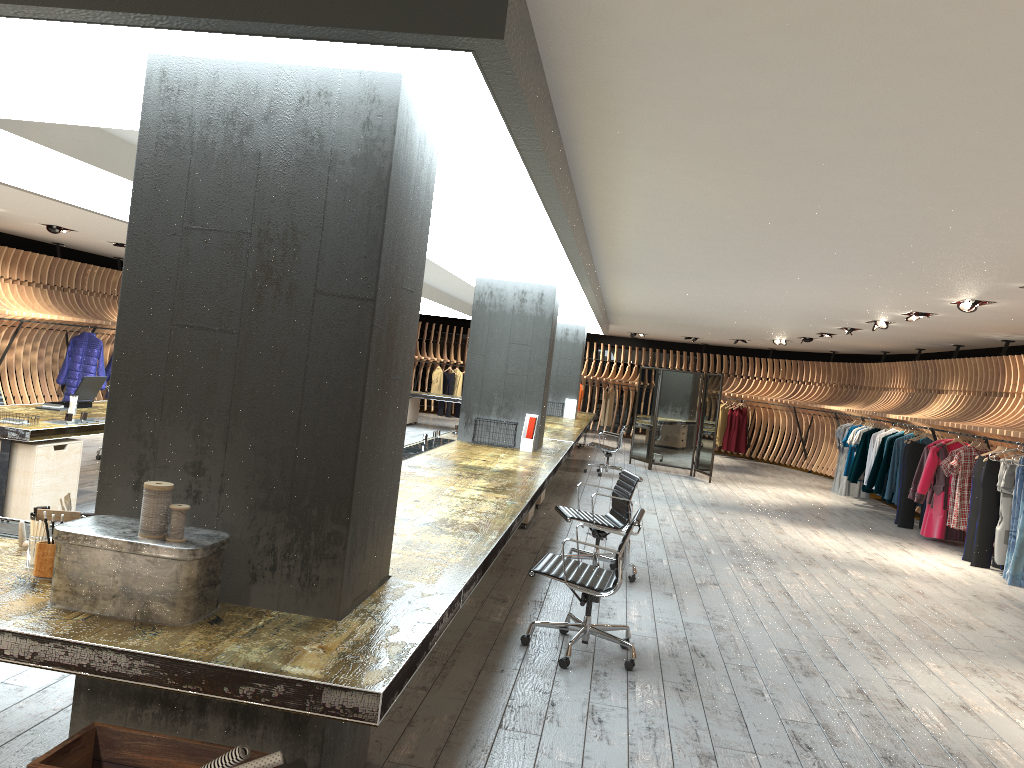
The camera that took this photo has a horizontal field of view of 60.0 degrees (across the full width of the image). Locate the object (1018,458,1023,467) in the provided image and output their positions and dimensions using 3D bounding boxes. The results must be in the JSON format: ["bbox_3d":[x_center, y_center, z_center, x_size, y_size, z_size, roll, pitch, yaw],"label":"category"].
[{"bbox_3d":[5.440,0.754,9.183,0.549,0.243,0.023,6,0,-21],"label":"object"}]

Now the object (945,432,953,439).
[{"bbox_3d":[5.752,0.747,11.673,0.525,0.270,0.012,7,0,7],"label":"object"}]

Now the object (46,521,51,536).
[{"bbox_3d":[-1.628,0.537,3.094,0.007,0.170,0.030,7,0,37],"label":"object"}]

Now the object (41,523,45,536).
[{"bbox_3d":[-1.631,0.537,3.075,0.030,0.170,0.007,7,0,1],"label":"object"}]

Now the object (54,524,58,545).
[{"bbox_3d":[-1.560,0.556,3.030,0.018,0.158,0.011,7,0,25],"label":"object"}]

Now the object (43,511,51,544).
[{"bbox_3d":[-1.560,0.534,2.985,0.054,0.207,0.008,7,0,-10],"label":"object"}]

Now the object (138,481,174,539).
[{"bbox_3d":[-1.095,0.409,2.833,0.088,0.204,0.262,7,1,6],"label":"object"}]

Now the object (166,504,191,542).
[{"bbox_3d":[-1.024,0.426,2.719,0.062,0.109,0.062,7,1,-22],"label":"object"}]

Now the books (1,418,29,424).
[{"bbox_3d":[-3.772,0.278,6.729,0.155,0.025,0.110,7,1,2],"label":"books"}]

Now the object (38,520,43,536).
[{"bbox_3d":[-1.639,0.536,3.069,0.030,0.170,0.007,7,0,27],"label":"object"}]

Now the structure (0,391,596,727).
[{"bbox_3d":[-1.669,0.775,11.246,4.837,0.844,18.474,7,1,7],"label":"structure"}]

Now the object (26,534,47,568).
[{"bbox_3d":[-1.652,0.579,3.089,0.061,0.111,0.061,7,1,-4],"label":"object"}]

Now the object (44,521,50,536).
[{"bbox_3d":[-1.627,0.537,3.084,0.030,0.170,0.007,7,0,-26],"label":"object"}]

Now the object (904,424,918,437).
[{"bbox_3d":[5.971,0.739,13.248,0.525,0.270,0.012,7,0,7],"label":"object"}]

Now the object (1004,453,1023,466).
[{"bbox_3d":[5.460,0.752,9.288,0.549,0.243,0.023,7,0,14],"label":"object"}]

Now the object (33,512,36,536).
[{"bbox_3d":[-1.667,0.532,3.099,0.030,0.170,0.007,7,0,-7],"label":"object"}]

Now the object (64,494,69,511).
[{"bbox_3d":[-1.546,0.513,3.103,0.062,0.264,0.012,6,0,-41],"label":"object"}]

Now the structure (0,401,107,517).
[{"bbox_3d":[-3.452,0.555,11.689,1.162,0.844,10.450,7,1,7],"label":"structure"}]

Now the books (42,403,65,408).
[{"bbox_3d":[-4.161,0.195,8.016,0.186,0.027,0.112,7,1,-8],"label":"books"}]

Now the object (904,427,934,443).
[{"bbox_3d":[5.883,0.743,12.632,0.525,0.270,0.012,7,1,32],"label":"object"}]

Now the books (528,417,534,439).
[{"bbox_3d":[0.198,0.527,9.466,0.048,0.368,0.215,7,1,7],"label":"books"}]

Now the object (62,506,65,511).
[{"bbox_3d":[-1.550,0.534,3.113,0.009,0.222,0.082,7,0,36],"label":"object"}]

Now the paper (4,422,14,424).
[{"bbox_3d":[-3.793,0.292,6.731,0.176,0.003,0.130,7,1,6],"label":"paper"}]

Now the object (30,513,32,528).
[{"bbox_3d":[-1.668,0.532,3.080,0.007,0.170,0.030,7,0,30],"label":"object"}]

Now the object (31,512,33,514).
[{"bbox_3d":[-1.670,0.532,3.090,0.030,0.170,0.007,7,0,-33],"label":"object"}]

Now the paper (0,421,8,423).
[{"bbox_3d":[-3.779,0.291,6.734,0.176,0.004,0.130,7,1,9],"label":"paper"}]

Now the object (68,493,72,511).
[{"bbox_3d":[-1.541,0.510,3.103,0.008,0.267,0.060,7,0,24],"label":"object"}]

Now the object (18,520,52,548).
[{"bbox_3d":[-1.601,0.428,3.324,0.431,0.429,0.195,7,0,3],"label":"object"}]

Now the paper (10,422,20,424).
[{"bbox_3d":[-3.778,0.289,6.734,0.176,0.004,0.130,7,1,13],"label":"paper"}]

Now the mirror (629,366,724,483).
[{"bbox_3d":[3.000,0.688,16.253,0.442,1.892,2.114,6,1,-42],"label":"mirror"}]

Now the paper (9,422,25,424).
[{"bbox_3d":[-3.778,0.290,6.734,0.176,0.004,0.130,7,1,12],"label":"paper"}]

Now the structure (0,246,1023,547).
[{"bbox_3d":[-1.430,0.024,7.121,14.885,2.439,36.552,7,1,7],"label":"structure"}]

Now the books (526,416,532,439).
[{"bbox_3d":[0.176,0.525,9.468,0.048,0.368,0.215,7,1,7],"label":"books"}]

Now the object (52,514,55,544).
[{"bbox_3d":[-1.543,0.537,2.979,0.008,0.207,0.054,7,0,-6],"label":"object"}]

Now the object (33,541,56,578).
[{"bbox_3d":[-1.560,0.588,2.999,0.084,0.111,0.083,7,1,-5],"label":"object"}]

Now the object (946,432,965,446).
[{"bbox_3d":[5.743,0.752,11.427,0.525,0.270,0.012,7,0,17],"label":"object"}]

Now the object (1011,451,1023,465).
[{"bbox_3d":[5.475,0.749,9.445,0.549,0.243,0.023,6,1,-31],"label":"object"}]

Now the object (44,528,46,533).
[{"bbox_3d":[-1.641,0.535,3.108,0.007,0.170,0.030,7,0,-16],"label":"object"}]

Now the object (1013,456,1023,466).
[{"bbox_3d":[5.444,0.764,9.061,0.549,0.256,0.023,7,1,33],"label":"object"}]

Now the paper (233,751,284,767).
[{"bbox_3d":[-1.035,1.266,2.730,0.624,0.290,0.041,7,0,-11],"label":"paper"}]

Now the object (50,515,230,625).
[{"bbox_3d":[-1.175,0.581,2.803,0.498,0.239,0.303,7,1,8],"label":"object"}]

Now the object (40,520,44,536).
[{"bbox_3d":[-1.650,0.534,3.110,0.007,0.170,0.030,6,0,-43],"label":"object"}]

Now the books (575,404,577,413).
[{"bbox_3d":[1.118,0.474,16.976,0.215,0.368,0.047,7,0,7],"label":"books"}]

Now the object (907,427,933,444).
[{"bbox_3d":[5.851,0.743,12.454,0.525,0.270,0.012,7,0,12],"label":"object"}]

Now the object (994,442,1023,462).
[{"bbox_3d":[5.489,0.753,9.553,0.549,0.250,0.023,7,0,9],"label":"object"}]

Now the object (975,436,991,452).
[{"bbox_3d":[5.607,0.761,10.576,0.524,0.286,0.015,7,0,-8],"label":"object"}]

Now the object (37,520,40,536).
[{"bbox_3d":[-1.660,0.533,3.107,0.030,0.170,0.007,7,0,20],"label":"object"}]

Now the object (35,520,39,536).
[{"bbox_3d":[-1.649,0.535,3.067,0.007,0.170,0.030,7,0,-36],"label":"object"}]

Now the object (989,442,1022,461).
[{"bbox_3d":[5.501,0.748,9.648,0.550,0.243,0.023,8,1,44],"label":"object"}]

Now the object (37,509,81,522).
[{"bbox_3d":[-1.574,0.538,3.067,0.138,0.209,0.034,7,0,-13],"label":"object"}]

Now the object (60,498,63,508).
[{"bbox_3d":[-1.560,0.524,3.120,0.084,0.240,0.009,7,0,-16],"label":"object"}]

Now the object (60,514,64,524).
[{"bbox_3d":[-1.527,0.538,2.989,0.008,0.207,0.054,7,0,-28],"label":"object"}]

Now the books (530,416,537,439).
[{"bbox_3d":[0.219,0.530,9.463,0.048,0.368,0.215,7,1,7],"label":"books"}]

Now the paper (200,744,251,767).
[{"bbox_3d":[-1.042,1.239,2.672,0.573,0.460,0.043,7,0,25],"label":"paper"}]

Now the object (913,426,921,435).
[{"bbox_3d":[5.914,0.738,12.929,0.525,0.270,0.012,7,0,17],"label":"object"}]

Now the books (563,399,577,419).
[{"bbox_3d":[1.110,0.474,16.907,0.215,0.368,0.073,7,0,7],"label":"books"}]

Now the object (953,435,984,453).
[{"bbox_3d":[5.641,0.753,10.786,0.525,0.270,0.012,7,0,7],"label":"object"}]
